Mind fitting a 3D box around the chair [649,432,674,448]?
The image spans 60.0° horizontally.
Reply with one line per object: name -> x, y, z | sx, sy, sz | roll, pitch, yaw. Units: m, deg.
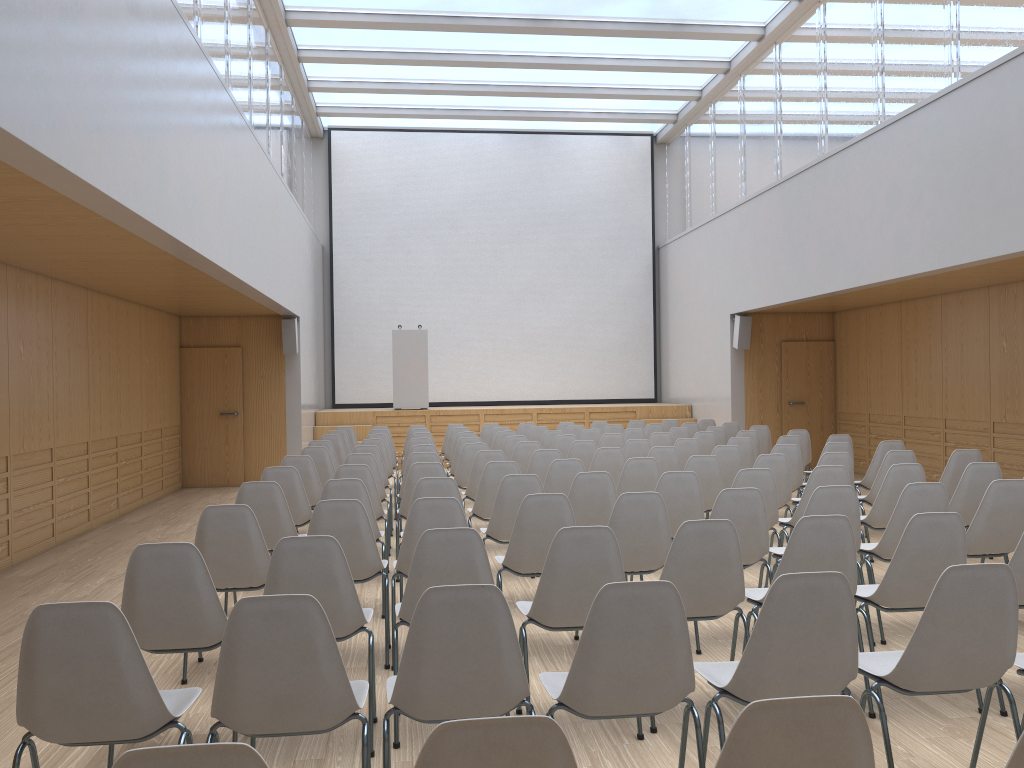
chair -> 1.620, 0.972, 10.007 | 0.479, 0.876, 0.505 | -1, 0, -7

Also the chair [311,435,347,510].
chair -> -2.136, 1.028, 10.585 | 0.479, 0.876, 0.505 | -1, 0, -7

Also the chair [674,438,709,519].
chair -> 1.708, 0.972, 8.991 | 0.479, 0.876, 0.505 | -1, 0, -7

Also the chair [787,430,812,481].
chair -> 3.176, 0.948, 10.152 | 0.479, 0.876, 0.505 | -1, 0, -7

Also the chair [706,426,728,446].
chair -> 2.489, 0.957, 11.146 | 0.479, 0.876, 0.505 | -1, 0, -7

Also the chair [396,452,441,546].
chair -> -0.767, 1.011, 7.709 | 0.479, 0.876, 0.505 | -1, 0, -7

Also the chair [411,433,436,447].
chair -> -1.087, 1.012, 10.720 | 0.479, 0.876, 0.505 | -1, 0, -7

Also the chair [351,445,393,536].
chair -> -1.406, 1.020, 8.640 | 0.479, 0.876, 0.505 | -1, 0, -7

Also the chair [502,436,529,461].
chair -> 0.025, 0.996, 9.797 | 0.479, 0.876, 0.505 | -1, 0, -7

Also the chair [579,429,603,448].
chair -> 0.942, 0.981, 10.952 | 0.479, 0.876, 0.505 | -1, 0, -7

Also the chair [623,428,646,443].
chair -> 1.456, 0.973, 10.954 | 0.479, 0.876, 0.505 | -1, 0, -7

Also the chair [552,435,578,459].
chair -> 0.563, 0.988, 9.841 | 0.479, 0.876, 0.505 | -1, 0, -7

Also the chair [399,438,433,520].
chair -> -1.001, 1.012, 9.695 | 0.479, 0.876, 0.505 | -1, 0, -7

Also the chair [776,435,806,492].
chair -> 2.770, 0.955, 9.156 | 0.479, 0.876, 0.505 | -1, 0, -7

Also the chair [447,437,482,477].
chair -> -0.474, 1.004, 9.717 | 0.479, 0.876, 0.505 | -1, 0, -7

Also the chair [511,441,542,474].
chair -> 0.135, 0.996, 8.852 | 0.479, 0.876, 0.505 | -1, 0, -7

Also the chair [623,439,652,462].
chair -> 1.214, 0.979, 8.952 | 0.479, 0.876, 0.505 | -1, 0, -7

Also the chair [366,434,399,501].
chair -> -1.593, 1.020, 10.591 | 0.479, 0.876, 0.505 | -1, 0, -7

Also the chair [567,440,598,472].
chair -> 0.679, 0.988, 8.906 | 0.479, 0.876, 0.505 | -1, 0, -7

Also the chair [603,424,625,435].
chair -> 1.336, 0.973, 11.988 | 0.479, 0.876, 0.505 | -1, 0, -7

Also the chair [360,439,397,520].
chair -> -1.499, 1.020, 9.654 | 0.479, 0.876, 0.505 | -1, 0, -7

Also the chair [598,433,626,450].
chair -> 1.081, 0.980, 9.971 | 0.479, 0.876, 0.505 | -1, 0, -7

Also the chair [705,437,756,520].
chair -> 2.241, 0.964, 9.034 | 0.479, 0.876, 0.505 | -1, 0, -7

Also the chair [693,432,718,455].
chair -> 2.112, 0.964, 10.046 | 0.479, 0.876, 0.505 | -1, 0, -7

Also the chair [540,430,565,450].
chair -> 0.479, 0.988, 10.796 | 0.479, 0.876, 0.505 | -1, 0, -7

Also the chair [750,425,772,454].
chair -> 3.031, 0.949, 11.183 | 0.479, 0.876, 0.505 | -1, 0, -7

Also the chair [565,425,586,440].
chair -> 0.828, 0.981, 11.955 | 0.479, 0.876, 0.505 | -1, 0, -7

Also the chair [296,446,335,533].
chair -> -1.883, 1.027, 8.611 | 0.479, 0.876, 0.505 | -1, 0, -7

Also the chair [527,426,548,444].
chair -> 0.328, 0.989, 11.868 | 0.479, 0.876, 0.505 | -1, 0, -7

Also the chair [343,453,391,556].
chair -> -1.293, 1.019, 7.664 | 0.479, 0.876, 0.505 | -1, 0, -7

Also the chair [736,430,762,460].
chair -> 2.613, 0.956, 10.154 | 0.479, 0.876, 0.505 | -1, 0, -7

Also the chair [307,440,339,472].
chair -> -2.033, 1.028, 9.531 | 0.479, 0.876, 0.505 | -1, 0, -7

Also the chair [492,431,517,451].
chair -> -0.087, 0.997, 10.811 | 0.479, 0.876, 0.505 | -1, 0, -7

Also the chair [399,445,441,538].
chair -> -0.860, 1.011, 8.622 | 0.479, 0.876, 0.505 | -1, 0, -7

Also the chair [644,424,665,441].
chair -> 1.869, 0.965, 12.010 | 0.479, 0.876, 0.505 | -1, 0, -7

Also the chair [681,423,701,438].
chair -> 2.368, 0.957, 12.129 | 0.479, 0.876, 0.505 | -1, 0, -7

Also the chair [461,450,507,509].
chair -> -0.207, 1.003, 7.804 | 0.479, 0.876, 0.505 | -1, 0, -7

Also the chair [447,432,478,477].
chair -> -0.556, 1.004, 10.735 | 0.479, 0.876, 0.505 | -1, 0, -7

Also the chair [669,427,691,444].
chair -> 2.022, 0.964, 11.062 | 0.479, 0.876, 0.505 | -1, 0, -7

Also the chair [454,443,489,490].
chair -> -0.374, 1.004, 8.763 | 0.479, 0.876, 0.505 | -1, 0, -7

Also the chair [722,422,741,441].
chair -> 2.909, 0.949, 12.134 | 0.479, 0.876, 0.505 | -1, 0, -7

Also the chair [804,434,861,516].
chair -> 3.288, 0.947, 9.199 | 0.479, 0.876, 0.505 | -1, 0, -7
